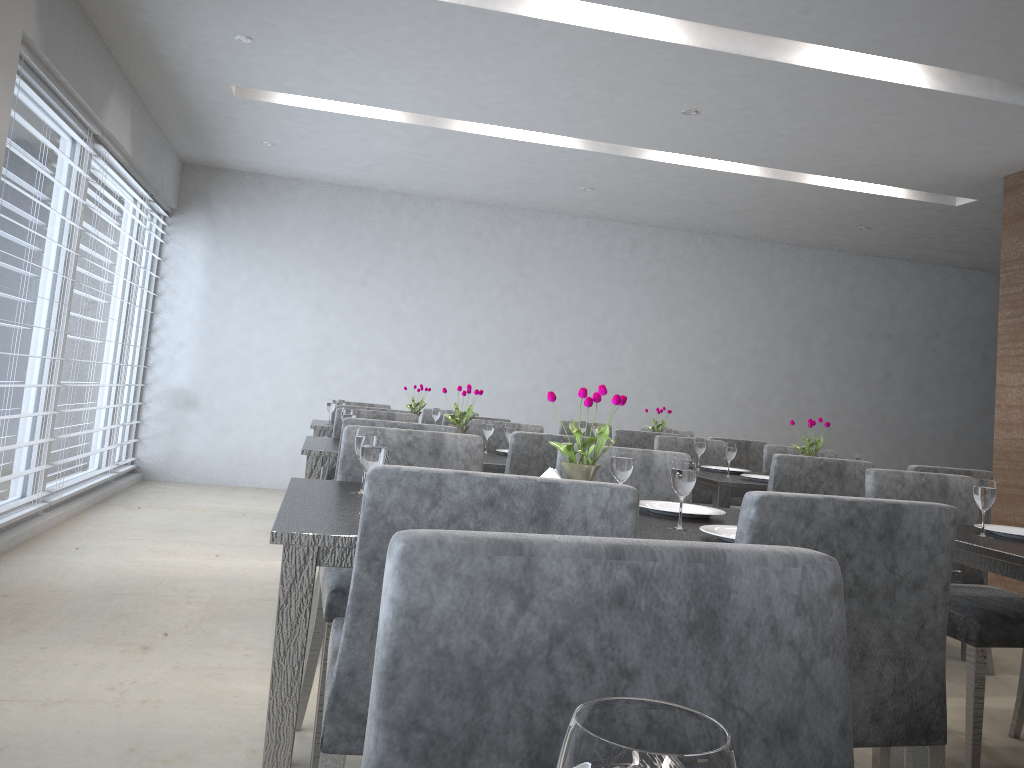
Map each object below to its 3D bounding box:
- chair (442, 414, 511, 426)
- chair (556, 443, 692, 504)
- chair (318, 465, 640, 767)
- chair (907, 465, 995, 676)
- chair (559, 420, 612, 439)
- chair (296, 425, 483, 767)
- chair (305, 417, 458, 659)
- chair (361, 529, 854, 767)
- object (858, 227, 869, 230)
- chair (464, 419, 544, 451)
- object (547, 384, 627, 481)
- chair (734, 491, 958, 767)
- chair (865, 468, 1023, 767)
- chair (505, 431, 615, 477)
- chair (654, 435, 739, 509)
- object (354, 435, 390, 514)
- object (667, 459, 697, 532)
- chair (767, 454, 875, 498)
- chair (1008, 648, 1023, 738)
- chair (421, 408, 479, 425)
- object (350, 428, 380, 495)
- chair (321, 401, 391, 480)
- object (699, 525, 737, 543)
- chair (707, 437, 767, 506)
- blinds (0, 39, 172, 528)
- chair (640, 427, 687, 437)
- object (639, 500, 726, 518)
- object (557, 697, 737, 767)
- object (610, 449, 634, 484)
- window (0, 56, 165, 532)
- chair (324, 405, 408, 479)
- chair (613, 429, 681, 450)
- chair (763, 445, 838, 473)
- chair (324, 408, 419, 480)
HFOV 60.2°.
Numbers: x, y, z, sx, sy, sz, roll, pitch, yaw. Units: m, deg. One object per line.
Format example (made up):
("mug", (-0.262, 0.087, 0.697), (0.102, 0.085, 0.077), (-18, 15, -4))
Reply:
("chair", (-0.285, 0.553, 4.955), (0.476, 0.767, 0.490), (6, -4, -17))
("chair", (0.307, 0.555, 2.192), (0.476, 0.767, 0.489), (6, -4, -7))
("chair", (-0.070, 0.505, 1.389), (0.476, 0.767, 0.489), (6, -4, -7))
("chair", (1.560, 0.695, 3.516), (0.476, 0.767, 0.490), (6, -4, -17))
("chair", (0.536, 0.645, 5.797), (0.476, 0.767, 0.490), (6, -4, -17))
("chair", (-0.227, 0.504, 2.093), (0.476, 0.767, 0.490), (6, -4, -17))
("chair", (-0.421, 0.505, 3.058), (0.476, 0.767, 0.489), (6, -4, -7))
("chair", (0.121, 0.505, 0.442), (0.476, 0.767, 0.490), (6, -4, -17))
("object", (2.839, -1.256, 7.142), (0.089, 0.007, 0.088), (4, -1, 33))
("chair", (-0.045, 0.555, 3.861), (0.476, 0.767, 0.489), (6, -4, -7))
("object", (0.149, 0.137, 1.817), (0.154, 0.278, 0.103), (6, -5, -14))
("chair", (0.432, 0.554, 1.549), (0.476, 0.767, 0.490), (6, -4, -17))
("chair", (1.253, 0.645, 2.392), (0.476, 0.767, 0.490), (6, -4, -17))
("chair", (0.081, 0.554, 3.218), (0.476, 0.767, 0.490), (6, -4, -17))
("chair", (0.902, 0.645, 4.060), (0.476, 0.767, 0.490), (6, -4, -17))
("object", (-0.255, 0.166, 1.615), (0.053, 0.140, 0.053), (2, -6, 30))
("object", (0.344, 0.224, 1.788), (0.053, 0.140, 0.053), (2, -6, 30))
("chair", (1.058, 0.646, 3.356), (0.476, 0.767, 0.489), (6, -4, -7))
("chair", (1.786, 0.696, 2.491), (0.476, 0.767, 0.489), (6, -4, -7))
("chair", (-0.410, 0.554, 5.598), (0.476, 0.767, 0.489), (6, -4, -7))
("object", (-0.315, 0.165, 1.899), (0.053, 0.140, 0.053), (2, -6, 30))
("chair", (-0.943, 0.504, 5.499), (0.476, 0.767, 0.490), (6, -4, -17))
("object", (0.469, 0.296, 1.695), (0.216, 0.015, 0.216), (5, -1, -12))
("chair", (1.195, 0.694, 5.253), (0.476, 0.767, 0.490), (6, -4, -17))
("blinds", (-2.435, -0.379, 5.126), (0.045, 2.055, 3.638), (6, -2, -12))
("chair", (1.069, 0.695, 5.897), (0.476, 0.767, 0.489), (6, -4, -7))
("object", (0.390, 0.296, 2.071), (0.216, 0.015, 0.216), (5, -1, -12))
("object", (0.033, 0.166, 0.245), (0.053, 0.140, 0.053), (2, -6, 30))
("object", (0.248, 0.219, 2.013), (0.053, 0.140, 0.053), (2, -6, 30))
("window", (-2.538, -0.362, 5.093), (0.158, 2.085, 3.647), (6, -2, -12))
("chair", (-0.787, 0.504, 4.795), (0.476, 0.767, 0.489), (6, -4, -7))
("chair", (0.693, 0.646, 5.093), (0.476, 0.767, 0.489), (6, -4, -7))
("chair", (1.435, 0.696, 4.160), (0.476, 0.767, 0.489), (6, -4, -7))
("chair", (-0.578, 0.504, 3.762), (0.476, 0.767, 0.490), (6, -4, -17))
